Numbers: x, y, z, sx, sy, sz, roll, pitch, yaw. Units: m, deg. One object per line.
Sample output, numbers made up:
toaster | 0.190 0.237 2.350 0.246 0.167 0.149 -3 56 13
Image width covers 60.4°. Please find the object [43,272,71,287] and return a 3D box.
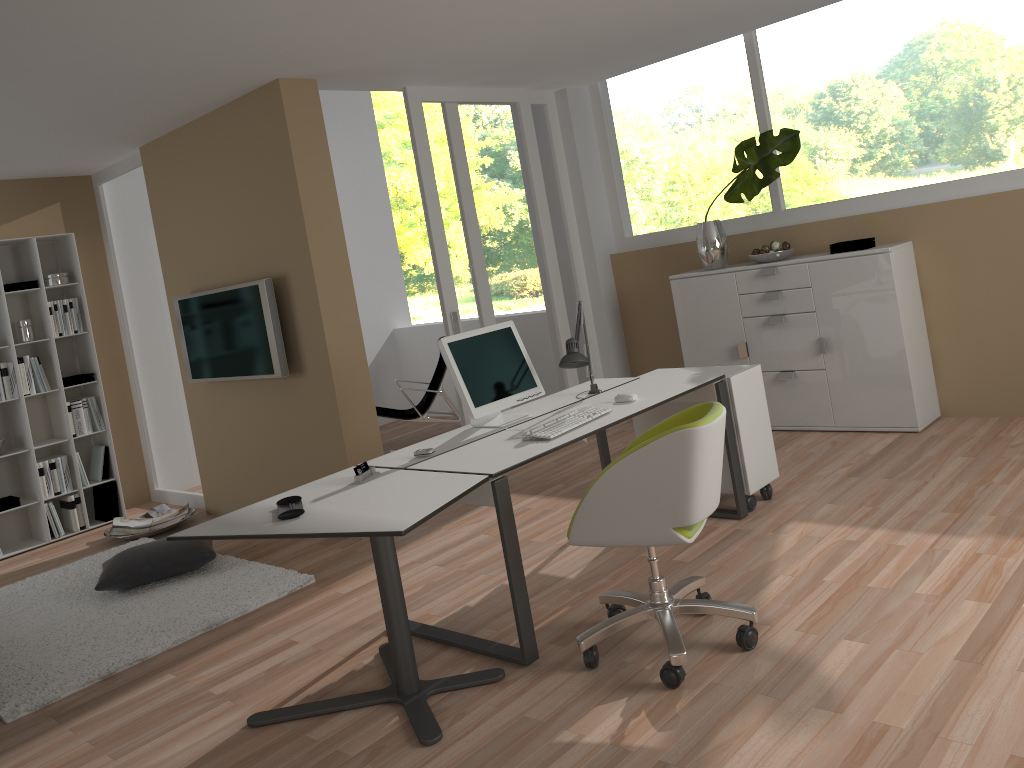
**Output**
object | -3.362 -0.764 6.487 0.191 0.089 0.193 -10 7 -4

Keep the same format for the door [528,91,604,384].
door | 0.139 -0.857 6.469 0.045 2.637 1.203 -9 3 44

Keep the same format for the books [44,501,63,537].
books | -3.279 0.956 6.259 0.206 0.257 0.059 -6 4 45

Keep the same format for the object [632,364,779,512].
object | 0.979 0.275 4.523 0.617 0.673 0.312 -6 5 44

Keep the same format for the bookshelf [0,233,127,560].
bookshelf | -3.512 0.058 6.243 0.330 2.133 1.053 -9 3 44

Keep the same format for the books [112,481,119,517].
books | -2.993 0.857 6.573 0.217 0.273 0.032 -6 4 45

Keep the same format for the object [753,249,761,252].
object | 1.631 -0.869 5.860 0.055 0.064 0.053 -8 4 23

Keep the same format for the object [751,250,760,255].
object | 1.610 -0.851 5.811 0.056 0.061 0.055 -10 4 -2

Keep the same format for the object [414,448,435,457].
object | -0.352 0.275 3.537 0.083 0.021 0.048 -7 8 23

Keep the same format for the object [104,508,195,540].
object | -2.463 0.971 6.005 0.581 0.063 0.594 -7 9 19

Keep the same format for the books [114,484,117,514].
books | -2.999 0.861 6.565 0.209 0.268 0.032 -6 4 45

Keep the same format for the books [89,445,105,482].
books | -3.092 0.590 6.561 0.206 0.245 0.086 -6 4 45

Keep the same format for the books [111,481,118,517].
books | -2.996 0.861 6.569 0.209 0.268 0.032 -6 4 45

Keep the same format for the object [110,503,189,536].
object | -2.474 0.942 6.018 0.502 0.096 0.344 -12 8 -16

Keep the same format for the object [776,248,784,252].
object | 1.731 -0.845 5.682 0.053 0.063 0.057 -8 5 22

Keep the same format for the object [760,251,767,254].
object | 1.633 -0.832 5.713 0.052 0.065 0.056 -13 5 -33

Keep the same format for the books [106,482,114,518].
books | -3.014 0.866 6.549 0.210 0.268 0.032 -6 4 45

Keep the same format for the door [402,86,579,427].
door | -0.068 -0.777 6.167 0.059 2.637 1.203 -9 3 44

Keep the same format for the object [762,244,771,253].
object | 1.659 -0.880 5.744 0.053 0.063 0.056 -8 5 29

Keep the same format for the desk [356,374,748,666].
desk | 0.248 0.480 3.916 0.799 0.683 1.625 -5 9 44

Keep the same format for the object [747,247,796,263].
object | 1.707 -0.838 5.774 0.313 0.063 0.318 -9 8 9

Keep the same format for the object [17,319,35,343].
object | -3.465 -0.377 6.271 0.094 0.161 0.093 -12 4 -31

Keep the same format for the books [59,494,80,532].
books | -3.193 0.927 6.348 0.206 0.257 0.041 -6 4 45

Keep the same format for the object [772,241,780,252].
object | 1.714 -0.893 5.717 0.052 0.066 0.056 -12 4 -22

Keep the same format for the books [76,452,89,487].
books | -3.174 0.619 6.427 0.206 0.259 0.061 -6 4 44

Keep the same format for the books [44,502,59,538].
books | -3.300 0.960 6.243 0.206 0.259 0.061 -6 4 44

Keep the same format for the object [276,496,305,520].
object | -0.761 0.423 3.020 0.090 0.030 0.216 -12 8 -15

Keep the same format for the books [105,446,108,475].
books | -3.066 0.584 6.584 0.217 0.241 0.043 -6 4 45

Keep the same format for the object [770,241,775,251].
object | 1.734 -0.912 5.822 0.053 0.070 0.053 -13 5 -39

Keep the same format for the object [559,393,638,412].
object | 0.383 0.102 3.983 0.368 0.079 0.143 -7 7 23

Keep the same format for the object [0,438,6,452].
object | -3.635 0.460 6.044 0.298 0.106 0.303 -9 8 9

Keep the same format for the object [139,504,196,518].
object | -2.449 0.943 6.064 0.496 0.096 0.348 -2 11 44

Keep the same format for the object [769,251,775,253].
object | 1.690 -0.833 5.711 0.054 0.065 0.053 -7 5 35

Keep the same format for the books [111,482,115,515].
books | -3.010 0.862 6.559 0.212 0.270 0.032 -6 4 45

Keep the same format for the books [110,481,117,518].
books | -3.002 0.861 6.560 0.215 0.271 0.032 -6 4 45

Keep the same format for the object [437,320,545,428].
object | -0.088 -0.041 3.985 0.196 0.429 0.473 -8 5 44

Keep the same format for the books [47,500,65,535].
books | -3.279 0.950 6.282 0.206 0.257 0.059 -6 4 45

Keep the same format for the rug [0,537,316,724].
rug | -2.157 1.149 4.543 2.012 0.045 1.472 -2 11 44

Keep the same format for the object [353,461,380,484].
object | -0.551 0.330 3.319 0.048 0.055 0.132 -8 7 20

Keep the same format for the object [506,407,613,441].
object | 0.145 0.185 3.709 0.385 0.079 0.463 -4 10 39

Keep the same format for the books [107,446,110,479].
books | -3.061 0.585 6.590 0.209 0.237 0.043 -6 4 45

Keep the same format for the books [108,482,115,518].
books | -3.014 0.863 6.556 0.212 0.270 0.032 -6 4 45

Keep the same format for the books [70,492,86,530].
books | -3.168 0.918 6.381 0.206 0.257 0.041 -6 4 45

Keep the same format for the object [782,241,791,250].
object | 1.766 -0.885 5.667 0.053 0.068 0.052 -13 5 -37

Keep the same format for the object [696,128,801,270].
object | 1.582 -1.222 5.840 0.852 0.841 0.268 -6 4 41

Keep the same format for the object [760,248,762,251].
object | 1.681 -0.879 5.880 0.054 0.064 0.057 -10 4 4
